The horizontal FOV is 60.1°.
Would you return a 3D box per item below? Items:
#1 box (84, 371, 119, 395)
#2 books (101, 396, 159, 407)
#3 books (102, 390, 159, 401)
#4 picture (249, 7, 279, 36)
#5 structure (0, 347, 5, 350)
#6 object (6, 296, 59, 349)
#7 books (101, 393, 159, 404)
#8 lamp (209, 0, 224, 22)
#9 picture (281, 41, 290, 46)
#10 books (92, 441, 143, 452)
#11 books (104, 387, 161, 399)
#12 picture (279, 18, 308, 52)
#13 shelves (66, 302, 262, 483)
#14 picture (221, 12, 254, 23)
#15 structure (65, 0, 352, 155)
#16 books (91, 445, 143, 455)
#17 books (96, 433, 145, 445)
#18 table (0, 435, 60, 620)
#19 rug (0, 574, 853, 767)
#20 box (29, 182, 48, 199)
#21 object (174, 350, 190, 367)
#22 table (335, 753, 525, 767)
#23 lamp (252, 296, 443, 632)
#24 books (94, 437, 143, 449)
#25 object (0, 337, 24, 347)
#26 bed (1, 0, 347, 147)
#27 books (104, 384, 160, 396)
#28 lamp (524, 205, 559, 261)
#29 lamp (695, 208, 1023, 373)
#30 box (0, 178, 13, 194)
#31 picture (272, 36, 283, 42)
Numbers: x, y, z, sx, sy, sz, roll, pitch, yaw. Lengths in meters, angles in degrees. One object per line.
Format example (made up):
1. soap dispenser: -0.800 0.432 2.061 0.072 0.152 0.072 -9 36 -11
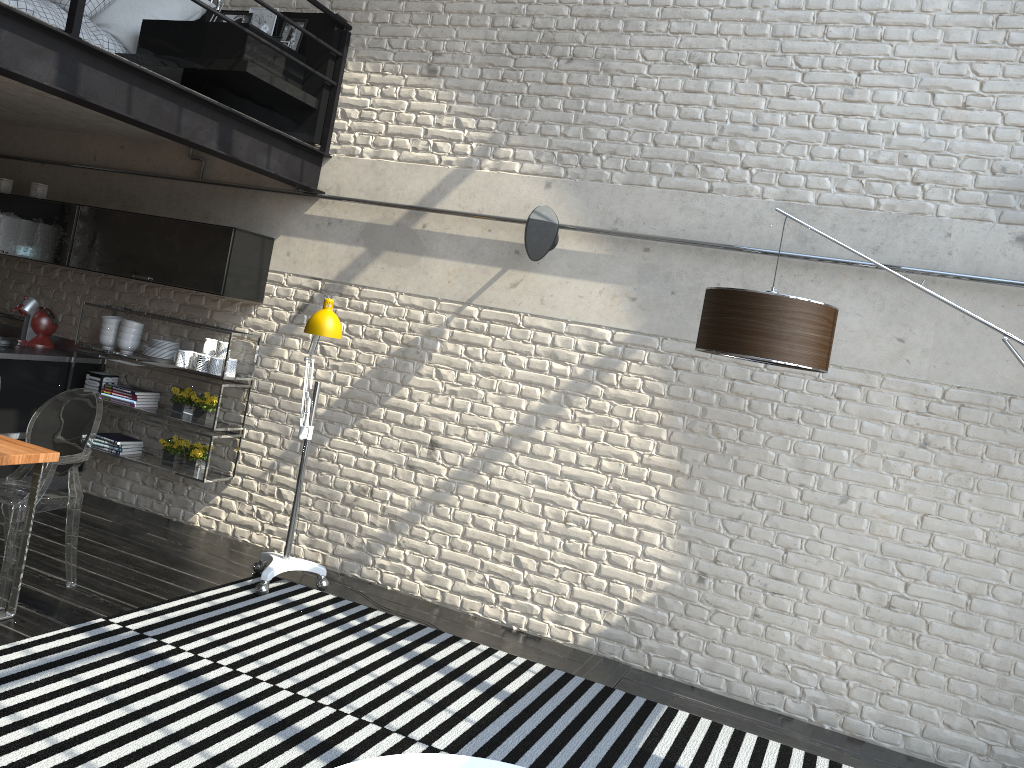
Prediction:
1. box: -2.741 0.004 5.904 0.151 0.150 0.149 11 1 22
2. books: -2.508 0.116 5.817 0.294 0.021 0.210 11 3 22
3. books: -2.501 0.077 5.817 0.294 0.021 0.210 11 3 20
4. picture: -1.634 -2.277 5.708 0.227 0.314 0.033 10 -1 22
5. structure: -3.566 -0.279 5.293 0.504 0.026 0.809 11 3 22
6. object: -3.294 -0.429 6.118 0.220 0.341 0.350 10 1 6
7. books: -2.507 0.096 5.811 0.294 0.021 0.210 11 3 22
8. lamp: -2.033 -2.528 5.549 0.480 0.688 0.171 10 -1 -12
9. picture: -1.455 -2.123 5.582 0.096 0.087 0.030 11 0 22
10. books: -2.601 0.402 5.806 0.279 0.023 0.200 11 3 16
11. books: -2.496 0.058 5.823 0.294 0.021 0.210 11 3 22
12. picture: -1.400 -2.197 5.595 0.176 0.249 0.055 10 -1 22
13. shelves: -2.299 0.032 5.742 1.255 0.927 0.287 11 0 22
14. picture: -1.822 -2.295 5.768 0.244 0.275 0.046 11 -1 22
15. structure: -3.704 -0.988 4.028 3.802 3.341 4.767 11 2 22
16. books: -2.603 0.423 5.811 0.279 0.023 0.200 11 3 22
17. books: -2.590 0.360 5.816 0.280 0.023 0.200 12 3 31
18. table: -3.404 0.399 3.895 2.684 0.733 0.924 11 2 22
19. rug: -0.446 1.360 2.786 3.508 0.004 3.391 11 3 22
20. box: -3.280 -1.334 6.133 0.081 0.111 0.080 10 0 22
21. object: -2.088 -0.163 5.607 0.082 0.100 0.109 10 1 -34
22. table: -0.092 1.304 2.118 1.082 0.299 1.095 8 4 -45
23. lamp: -0.686 0.411 4.635 1.580 1.618 0.626 11 0 35
24. books: -2.595 0.381 5.812 0.279 0.023 0.200 11 3 20
25. object: -3.336 -0.274 5.766 0.225 0.050 0.313 8 3 -39
26. bed: -3.663 -2.335 5.211 4.498 0.841 2.686 11 3 22
27. books: -2.494 0.039 5.818 0.294 0.021 0.210 12 3 25
28. lamp: 0.166 -0.817 4.831 0.178 0.306 0.358 10 1 4
29. lamp: 1.602 0.512 3.692 1.848 2.329 0.555 10 -1 9
30. box: -3.596 -1.398 6.261 0.081 0.111 0.080 10 0 22
31. picture: -1.552 -2.160 5.621 0.176 0.121 0.051 11 0 22
